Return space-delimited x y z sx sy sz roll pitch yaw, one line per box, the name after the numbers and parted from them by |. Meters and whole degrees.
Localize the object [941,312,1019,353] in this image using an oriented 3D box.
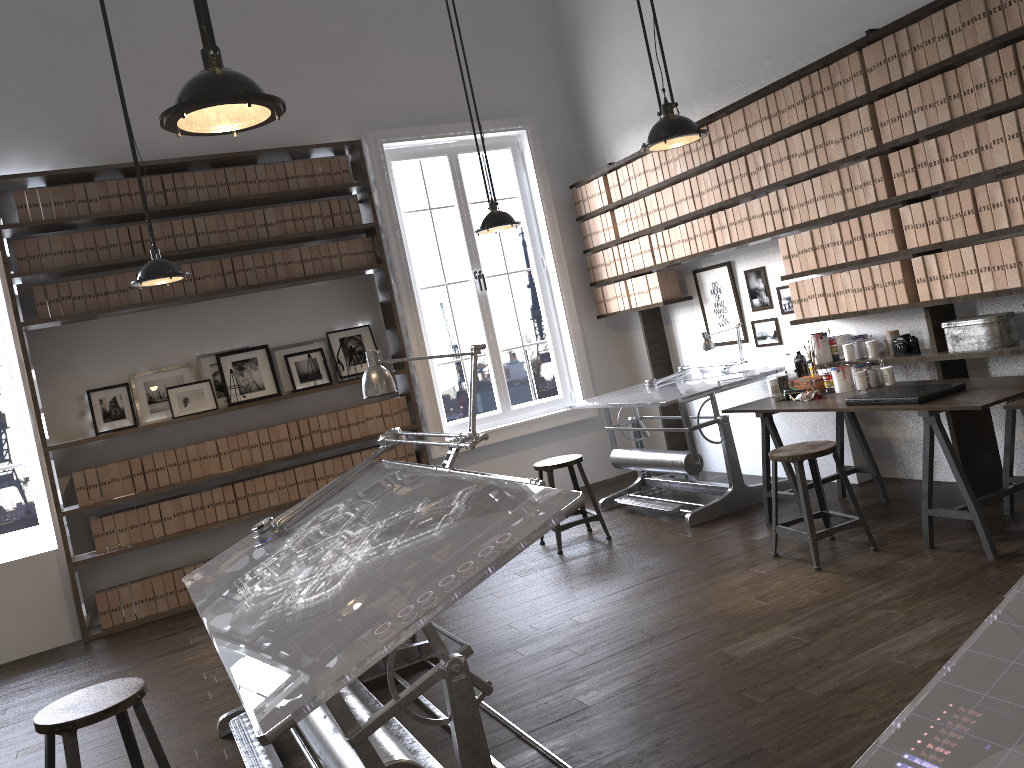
2.290 -0.251 4.334 0.193 0.152 0.316 -13 3 -25 | object

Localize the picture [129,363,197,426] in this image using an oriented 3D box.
-2.390 0.070 6.131 0.417 0.365 0.083 -13 1 -25 | picture

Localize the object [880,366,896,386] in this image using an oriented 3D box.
1.982 -0.042 4.666 0.061 0.094 0.062 -12 1 24 | object

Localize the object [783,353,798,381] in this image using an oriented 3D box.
1.624 -0.065 5.153 0.068 0.237 0.069 -12 0 -28 | object

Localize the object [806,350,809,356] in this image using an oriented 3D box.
1.687 -0.118 4.992 0.037 0.153 0.005 -12 0 -29 | object

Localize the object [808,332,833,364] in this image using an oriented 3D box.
1.815 -0.211 5.214 0.108 0.177 0.106 -12 1 -23 | object

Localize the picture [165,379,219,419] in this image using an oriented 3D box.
-2.213 0.105 6.125 0.301 0.229 0.144 -13 1 -25 | picture

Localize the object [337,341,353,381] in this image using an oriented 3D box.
-1.223 -0.166 6.506 0.119 0.304 0.040 -12 0 -25 | object

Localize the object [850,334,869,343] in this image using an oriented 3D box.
2.004 -0.215 5.081 0.094 0.128 0.095 -12 1 6 | object

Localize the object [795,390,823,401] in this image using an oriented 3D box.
1.604 0.057 4.810 0.132 0.050 0.197 -12 3 5 | object

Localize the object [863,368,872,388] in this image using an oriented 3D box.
1.914 -0.032 4.745 0.044 0.101 0.044 -12 1 -25 | object

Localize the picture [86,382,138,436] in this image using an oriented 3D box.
-2.707 0.170 5.998 0.268 0.315 0.058 -13 1 -25 | picture

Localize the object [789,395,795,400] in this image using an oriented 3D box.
1.553 0.075 4.905 0.011 0.017 0.172 -12 3 7 | object

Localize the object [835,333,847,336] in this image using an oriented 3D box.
1.981 -0.233 5.297 0.070 0.130 0.070 -12 1 22 | object

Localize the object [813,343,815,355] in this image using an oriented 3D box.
1.701 -0.141 4.985 0.006 0.193 0.055 -12 0 -26 | object

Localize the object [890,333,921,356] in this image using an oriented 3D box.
2.079 -0.206 4.715 0.091 0.108 0.170 -13 2 -25 | object

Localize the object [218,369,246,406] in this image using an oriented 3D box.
-1.946 0.029 6.135 0.175 0.260 0.040 -12 0 -25 | object

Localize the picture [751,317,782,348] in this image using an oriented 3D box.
1.700 -0.343 5.906 0.023 0.183 0.250 -12 2 -25 | picture

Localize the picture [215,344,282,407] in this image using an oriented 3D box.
-1.881 -0.062 6.322 0.375 0.391 0.148 -13 1 -25 | picture

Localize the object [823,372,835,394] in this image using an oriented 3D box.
1.738 -0.006 4.857 0.049 0.112 0.049 -12 1 -28 | object

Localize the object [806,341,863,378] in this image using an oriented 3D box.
1.833 -0.139 5.001 0.345 0.146 0.077 -12 1 -2 | object

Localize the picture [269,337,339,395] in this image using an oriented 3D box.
-1.531 -0.131 6.542 0.435 0.361 0.095 -13 1 -25 | picture

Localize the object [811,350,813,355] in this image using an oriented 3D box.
1.707 -0.118 4.988 0.005 0.152 0.044 -12 0 35 | object

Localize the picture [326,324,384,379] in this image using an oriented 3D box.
-1.185 -0.248 6.679 0.344 0.364 0.160 -13 1 -25 | picture

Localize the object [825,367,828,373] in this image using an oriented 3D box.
1.764 -0.037 4.918 0.005 0.130 0.039 -12 0 -23 | object

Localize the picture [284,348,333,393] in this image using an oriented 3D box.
-1.496 -0.102 6.510 0.291 0.290 0.126 -13 1 -25 | picture

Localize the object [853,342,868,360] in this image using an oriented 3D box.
1.955 -0.185 4.966 0.063 0.093 0.062 -13 1 -39 | object

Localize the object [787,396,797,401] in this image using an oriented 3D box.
1.551 0.079 4.898 0.006 0.006 0.157 -10 3 45 | object

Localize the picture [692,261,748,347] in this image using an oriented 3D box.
1.473 -0.557 6.271 0.040 0.574 0.413 -12 1 -25 | picture

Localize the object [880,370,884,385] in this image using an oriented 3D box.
1.977 -0.035 4.753 0.054 0.080 0.054 -12 1 -24 | object

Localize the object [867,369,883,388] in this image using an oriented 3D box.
1.921 -0.030 4.688 0.062 0.093 0.063 -11 1 24 | object

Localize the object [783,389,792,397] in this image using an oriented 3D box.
1.579 0.052 5.065 0.049 0.037 0.049 -13 2 -28 | object

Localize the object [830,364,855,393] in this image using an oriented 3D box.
1.797 -0.030 4.813 0.104 0.141 0.104 -13 1 -32 | object

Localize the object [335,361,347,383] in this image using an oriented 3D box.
-1.247 -0.087 6.448 0.066 0.165 0.040 -12 0 -25 | object

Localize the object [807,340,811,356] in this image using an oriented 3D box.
1.685 -0.143 4.983 0.007 0.214 0.055 -12 0 11 | object

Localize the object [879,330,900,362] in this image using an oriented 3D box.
2.062 -0.202 4.827 0.106 0.161 0.237 -11 2 31 | object

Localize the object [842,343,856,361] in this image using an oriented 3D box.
1.914 -0.180 5.022 0.062 0.094 0.061 -13 1 -39 | object

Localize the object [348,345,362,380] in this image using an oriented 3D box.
-1.169 -0.159 6.560 0.111 0.262 0.040 -12 0 -25 | object

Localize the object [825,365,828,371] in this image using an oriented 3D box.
1.766 -0.037 4.928 0.005 0.147 0.032 -12 0 -24 | object

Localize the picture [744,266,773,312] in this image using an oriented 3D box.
1.644 -0.631 5.897 0.022 0.284 0.200 -12 1 -25 | picture

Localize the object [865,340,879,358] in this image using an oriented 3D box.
2.001 -0.193 4.918 0.062 0.094 0.061 -13 1 -39 | object

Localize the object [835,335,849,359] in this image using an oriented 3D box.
1.928 -0.213 5.152 0.070 0.130 0.070 -12 1 13 | object

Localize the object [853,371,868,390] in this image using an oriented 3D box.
1.859 -0.019 4.719 0.061 0.094 0.062 -12 1 15 | object

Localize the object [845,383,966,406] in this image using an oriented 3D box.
1.845 0.050 4.171 0.313 0.033 0.444 -13 3 -25 | object

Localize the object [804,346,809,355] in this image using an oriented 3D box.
1.690 -0.133 5.001 0.008 0.186 0.071 -12 1 -24 | object

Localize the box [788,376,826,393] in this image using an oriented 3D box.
1.694 0.004 5.017 0.138 0.083 0.211 -13 3 -25 | box

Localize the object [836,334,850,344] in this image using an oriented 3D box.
1.960 -0.224 5.225 0.071 0.129 0.071 -12 1 22 | object

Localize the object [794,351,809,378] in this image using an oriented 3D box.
1.700 -0.079 5.189 0.068 0.229 0.069 -12 0 -28 | object

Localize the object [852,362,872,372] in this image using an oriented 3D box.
1.913 -0.049 4.815 0.094 0.128 0.094 -12 1 -21 | object

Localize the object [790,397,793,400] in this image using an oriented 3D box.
1.554 0.082 4.918 0.005 0.005 0.158 -12 3 10 | object

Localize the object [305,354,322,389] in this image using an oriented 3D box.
-1.439 -0.092 6.391 0.124 0.260 0.040 -12 0 -25 | object

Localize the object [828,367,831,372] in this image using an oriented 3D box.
1.785 -0.038 4.928 0.005 0.124 0.040 -12 0 -21 | object

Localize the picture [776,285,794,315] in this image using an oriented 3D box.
1.787 -0.543 5.626 0.023 0.183 0.250 -12 2 -25 | picture

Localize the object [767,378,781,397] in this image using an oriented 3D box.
1.534 0.020 5.181 0.068 0.104 0.068 -12 1 -20 | object

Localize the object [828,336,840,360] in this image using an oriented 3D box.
1.896 -0.211 5.215 0.051 0.139 0.050 -12 1 -27 | object

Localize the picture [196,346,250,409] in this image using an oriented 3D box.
-2.015 -0.041 6.316 0.371 0.406 0.091 -13 1 -25 | picture

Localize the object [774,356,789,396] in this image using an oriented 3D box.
1.562 -0.046 5.123 0.068 0.229 0.069 -12 0 -28 | object

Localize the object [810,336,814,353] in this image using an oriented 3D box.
1.702 -0.156 4.997 0.021 0.228 0.007 -12 0 -13 | object
